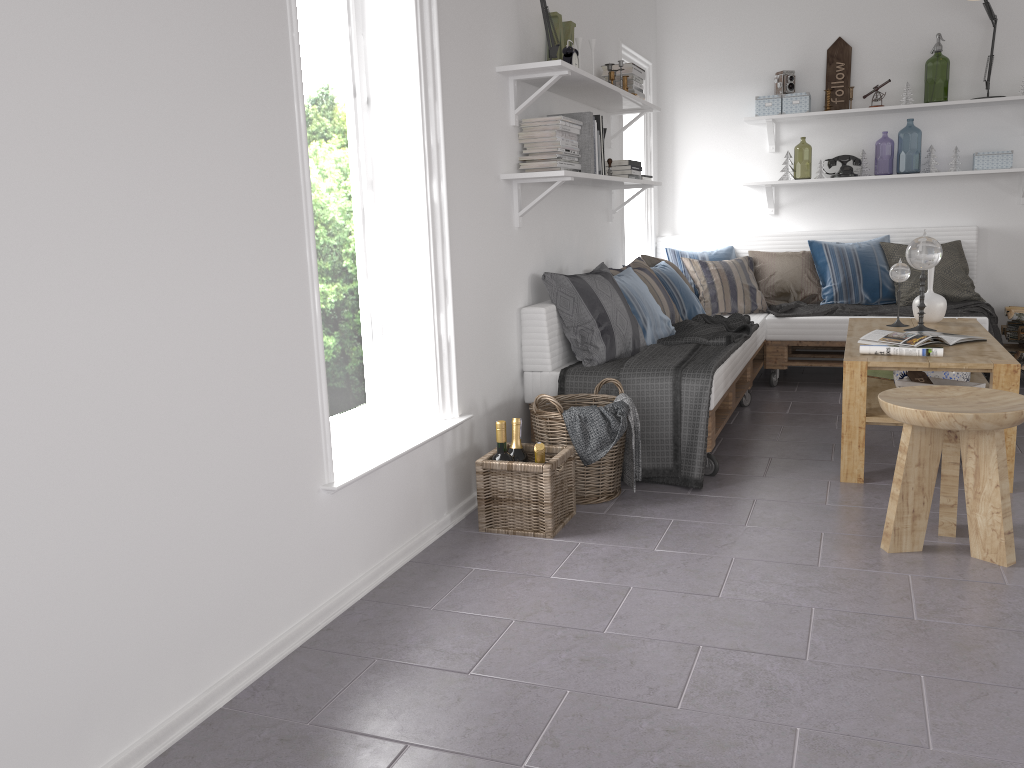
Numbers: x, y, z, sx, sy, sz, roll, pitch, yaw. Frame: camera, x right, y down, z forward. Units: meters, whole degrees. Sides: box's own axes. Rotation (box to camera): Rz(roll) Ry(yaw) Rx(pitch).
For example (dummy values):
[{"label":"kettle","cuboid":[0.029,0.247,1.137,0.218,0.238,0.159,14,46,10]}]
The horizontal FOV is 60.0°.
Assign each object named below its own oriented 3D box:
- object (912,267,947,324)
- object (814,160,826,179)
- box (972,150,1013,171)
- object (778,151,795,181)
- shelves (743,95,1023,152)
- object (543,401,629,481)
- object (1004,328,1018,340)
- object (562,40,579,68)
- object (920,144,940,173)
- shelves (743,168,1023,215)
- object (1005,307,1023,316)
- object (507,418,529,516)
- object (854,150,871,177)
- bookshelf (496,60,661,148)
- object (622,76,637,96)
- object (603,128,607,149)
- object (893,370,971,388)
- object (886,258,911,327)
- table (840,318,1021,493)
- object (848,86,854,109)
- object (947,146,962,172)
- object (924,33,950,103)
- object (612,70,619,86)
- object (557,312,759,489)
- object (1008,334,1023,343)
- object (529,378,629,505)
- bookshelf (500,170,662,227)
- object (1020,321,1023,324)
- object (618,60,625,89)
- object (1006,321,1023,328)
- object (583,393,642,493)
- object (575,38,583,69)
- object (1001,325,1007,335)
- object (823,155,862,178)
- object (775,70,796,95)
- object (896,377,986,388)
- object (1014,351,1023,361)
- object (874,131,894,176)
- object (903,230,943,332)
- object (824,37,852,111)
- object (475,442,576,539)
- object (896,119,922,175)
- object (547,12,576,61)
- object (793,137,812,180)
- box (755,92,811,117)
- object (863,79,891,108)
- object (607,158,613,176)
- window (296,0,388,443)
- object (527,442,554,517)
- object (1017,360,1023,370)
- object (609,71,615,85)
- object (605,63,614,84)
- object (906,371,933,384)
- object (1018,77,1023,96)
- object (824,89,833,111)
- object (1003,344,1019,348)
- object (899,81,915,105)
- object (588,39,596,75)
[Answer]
[{"label":"object","cuboid":[2.069,-0.462,4.388,0.155,0.325,0.155,-4,10,-8]},{"label":"object","cuboid":[1.973,-1.375,5.668,0.072,0.124,0.068,-1,10,6]},{"label":"box","cuboid":[2.915,-1.352,5.382,0.202,0.110,0.137,2,11,21]},{"label":"object","cuboid":[1.802,-1.426,5.788,0.113,0.195,0.107,3,12,28]},{"label":"shelves","cuboid":[2.390,-1.612,5.526,1.820,0.212,0.269,2,11,21]},{"label":"object","cuboid":[0.296,0.226,3.393,0.303,0.332,0.367,-7,11,-22]},{"label":"object","cuboid":[3.174,-0.302,5.159,0.538,0.082,0.099,2,11,21]},{"label":"object","cuboid":[0.255,-1.408,3.857,0.050,0.165,0.120,2,11,21]},{"label":"object","cuboid":[2.612,-1.402,5.526,0.103,0.178,0.097,-5,11,-15]},{"label":"shelves","cuboid":[2.406,-1.208,5.600,1.820,0.212,0.269,2,11,21]},{"label":"object","cuboid":[3.181,-0.408,5.145,0.562,0.074,0.095,2,11,22]},{"label":"object","cuboid":[0.009,0.308,3.224,0.094,0.361,0.127,2,11,21]},{"label":"object","cuboid":[2.243,-1.413,5.674,0.127,0.176,0.007,3,12,27]},{"label":"bookshelf","cuboid":[0.395,-1.299,4.269,0.269,0.212,1.820,2,11,21]},{"label":"object","cuboid":[0.572,-1.506,4.491,0.124,0.100,0.124,8,14,43]},{"label":"object","cuboid":[0.467,-1.167,4.515,0.085,0.259,0.085,-4,11,-10]},{"label":"object","cuboid":[1.811,-0.043,3.830,0.302,0.161,0.302,1,11,18]},{"label":"object","cuboid":[1.889,-0.447,4.326,0.109,0.329,0.109,-4,11,-10]},{"label":"table","cuboid":[1.834,0.026,4.016,0.607,0.485,1.457,2,11,21]},{"label":"object","cuboid":[2.141,-1.798,5.598,0.052,0.148,0.052,-5,11,-16]},{"label":"object","cuboid":[2.724,-1.384,5.451,0.088,0.161,0.093,4,12,30]},{"label":"object","cuboid":[2.582,-1.913,5.384,0.136,0.415,0.136,-10,13,-35]},{"label":"object","cuboid":[0.526,-1.545,4.571,0.055,0.153,0.055,-4,11,-11]},{"label":"object","cuboid":[0.800,-0.020,4.358,0.685,0.533,1.892,2,11,21]},{"label":"object","cuboid":[3.190,-0.260,5.129,0.562,0.063,0.095,2,11,22]},{"label":"object","cuboid":[0.268,0.220,3.460,0.393,0.432,0.393,-1,11,8]},{"label":"bookshelf","cuboid":[0.412,-0.896,4.343,0.269,0.212,1.820,2,11,21]},{"label":"object","cuboid":[3.060,-0.374,5.241,0.098,0.061,0.467,2,11,23]},{"label":"object","cuboid":[0.541,-1.517,4.394,0.066,0.160,0.066,-1,11,8]},{"label":"object","cuboid":[3.244,-0.344,5.242,0.562,0.057,0.097,2,11,21]},{"label":"object","cuboid":[0.312,0.231,3.452,0.349,0.356,0.290,1,11,16]},{"label":"object","cuboid":[0.327,-1.539,4.296,0.084,0.256,0.084,-4,11,-10]},{"label":"object","cuboid":[3.221,-0.309,5.279,0.539,0.070,0.101,2,11,22]},{"label":"object","cuboid":[2.114,-1.392,5.681,0.171,0.146,0.203,-12,14,-44]},{"label":"object","cuboid":[1.780,-1.948,5.751,0.121,0.157,0.117,-6,11,-19]},{"label":"object","cuboid":[1.706,0.041,3.539,0.155,0.102,0.281,-10,13,-35]},{"label":"object","cuboid":[3.168,-0.154,5.111,0.468,0.069,0.095,2,11,21]},{"label":"object","cuboid":[2.336,-1.444,5.563,0.111,0.270,0.111,6,13,39]},{"label":"object","cuboid":[1.908,-0.480,4.119,0.155,0.468,0.155,-2,10,0]},{"label":"object","cuboid":[2.094,-1.980,5.691,0.154,0.480,0.053,3,12,26]},{"label":"object","cuboid":[0.055,0.377,3.164,0.276,0.270,0.276,2,11,21]},{"label":"object","cuboid":[2.464,-1.471,5.500,0.137,0.335,0.137,0,11,11]},{"label":"object","cuboid":[0.225,-1.522,4.082,0.052,0.311,0.330,2,11,21]},{"label":"object","cuboid":[1.880,-1.456,5.732,0.111,0.270,0.111,6,13,39]},{"label":"box","cuboid":[1.769,-1.807,5.779,0.332,0.131,0.242,2,11,21]},{"label":"object","cuboid":[2.279,-1.806,5.551,0.092,0.172,0.177,-4,11,-10]},{"label":"object","cuboid":[0.482,-1.060,4.371,0.032,0.102,0.058,1,11,16]},{"label":"window","cuboid":[-0.600,-0.603,2.777,0.117,1.655,0.685,2,11,21]},{"label":"object","cuboid":[0.100,0.338,3.118,0.095,0.332,0.284,-2,10,1]},{"label":"object","cuboid":[3.052,-0.145,5.353,0.052,0.056,0.561,2,11,21]},{"label":"object","cuboid":[0.478,-1.447,4.234,0.088,0.085,0.088,8,14,43]},{"label":"object","cuboid":[0.483,-1.508,4.377,0.055,0.153,0.055,-2,10,-1]},{"label":"object","cuboid":[1.675,0.012,3.592,0.090,0.139,0.182,-5,11,-13]},{"label":"object","cuboid":[3.038,-1.766,5.245,0.072,0.142,0.073,-10,13,-35]},{"label":"object","cuboid":[2.008,-1.801,5.630,0.085,0.152,0.085,-12,14,-44]},{"label":"object","cuboid":[3.270,-0.205,5.384,0.569,0.078,0.115,2,11,22]},{"label":"object","cuboid":[2.425,-1.780,5.444,0.075,0.147,0.075,-4,11,-11]},{"label":"object","cuboid":[0.397,-1.552,4.347,0.084,0.256,0.084,-4,11,-10]}]
